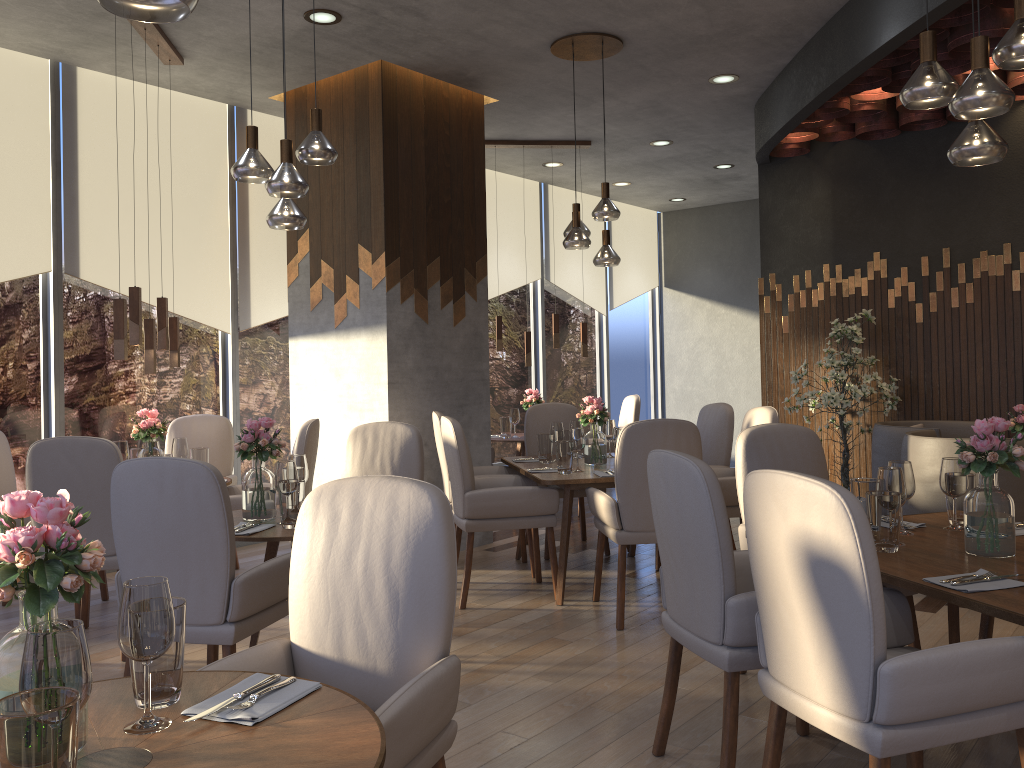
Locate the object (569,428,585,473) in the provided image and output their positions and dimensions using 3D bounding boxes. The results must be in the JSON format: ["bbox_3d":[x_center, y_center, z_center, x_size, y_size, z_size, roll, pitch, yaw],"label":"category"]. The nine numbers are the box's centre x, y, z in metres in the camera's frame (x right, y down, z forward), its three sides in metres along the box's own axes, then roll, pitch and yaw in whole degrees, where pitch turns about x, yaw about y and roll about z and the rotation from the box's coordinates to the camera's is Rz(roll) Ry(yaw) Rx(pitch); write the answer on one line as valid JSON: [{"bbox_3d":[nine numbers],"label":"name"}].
[{"bbox_3d":[0.365,0.369,4.956,0.092,0.244,0.092,-2,-1,39],"label":"object"}]

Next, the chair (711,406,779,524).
[{"bbox_3d":[1.223,0.636,5.141,0.600,1.001,0.528,-1,0,-8],"label":"chair"}]

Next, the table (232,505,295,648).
[{"bbox_3d":[-0.862,0.876,3.603,0.833,0.662,0.834,-1,0,13],"label":"table"}]

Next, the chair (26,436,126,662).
[{"bbox_3d":[-1.931,0.722,4.157,0.528,1.001,0.599,-1,0,-2],"label":"chair"}]

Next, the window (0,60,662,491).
[{"bbox_3d":[-1.245,-0.620,2.968,8.060,3.200,16.119,-1,1,-6],"label":"window"}]

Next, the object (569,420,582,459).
[{"bbox_3d":[0.409,0.355,5.669,0.092,0.244,0.092,-1,-1,-31],"label":"object"}]

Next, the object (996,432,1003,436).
[{"bbox_3d":[2.899,0.412,5.287,0.092,0.244,0.092,-1,-1,16],"label":"object"}]

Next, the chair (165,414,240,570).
[{"bbox_3d":[-1.979,0.700,5.448,0.528,1.001,0.599,-1,0,-4],"label":"chair"}]

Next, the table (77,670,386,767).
[{"bbox_3d":[-0.606,0.911,1.349,0.834,0.662,0.834,-1,0,-2],"label":"table"}]

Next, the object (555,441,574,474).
[{"bbox_3d":[0.289,0.405,4.877,0.102,0.178,0.102,-1,0,-3],"label":"object"}]

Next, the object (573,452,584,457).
[{"bbox_3d":[0.476,0.463,5.820,0.157,0.019,0.255,-1,1,-11],"label":"object"}]

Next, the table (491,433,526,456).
[{"bbox_3d":[0.143,0.782,7.624,0.833,0.662,0.834,-1,0,30],"label":"table"}]

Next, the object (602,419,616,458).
[{"bbox_3d":[0.627,0.350,5.696,0.092,0.244,0.092,-2,-1,34],"label":"object"}]

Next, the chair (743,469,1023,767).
[{"bbox_3d":[0.917,0.696,2.174,0.600,1.001,0.528,-1,0,-20],"label":"chair"}]

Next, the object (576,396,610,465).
[{"bbox_3d":[0.497,0.277,5.343,0.210,0.416,0.198,-1,-1,16],"label":"object"}]

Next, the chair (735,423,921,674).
[{"bbox_3d":[1.200,0.667,3.438,0.528,1.001,0.599,-1,0,-21],"label":"chair"}]

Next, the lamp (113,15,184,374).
[{"bbox_3d":[-1.990,-1.021,4.850,0.118,1.932,1.161,-1,0,-6],"label":"lamp"}]

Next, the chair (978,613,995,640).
[{"bbox_3d":[2.004,0.655,3.111,0.600,1.001,0.528,-1,0,-22],"label":"chair"}]

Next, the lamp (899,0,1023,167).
[{"bbox_3d":[1.390,-1.357,2.675,0.439,1.327,0.439,-2,-1,44],"label":"lamp"}]

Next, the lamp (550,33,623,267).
[{"bbox_3d":[0.467,-1.385,5.365,0.439,1.327,0.439,-2,-1,24],"label":"lamp"}]

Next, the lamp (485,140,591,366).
[{"bbox_3d":[0.121,-1.117,7.618,1.161,1.932,0.118,-1,-1,-6],"label":"lamp"}]

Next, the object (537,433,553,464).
[{"bbox_3d":[0.204,0.396,5.443,0.102,0.178,0.102,-1,0,-3],"label":"object"}]

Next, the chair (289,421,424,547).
[{"bbox_3d":[-0.698,0.695,4.178,0.528,1.001,0.599,-1,0,16],"label":"chair"}]

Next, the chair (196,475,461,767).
[{"bbox_3d":[-0.406,0.730,1.889,0.528,1.001,0.600,-1,0,20],"label":"chair"}]

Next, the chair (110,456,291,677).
[{"bbox_3d":[-1.030,0.722,3.066,0.528,1.001,0.599,-1,0,15],"label":"chair"}]

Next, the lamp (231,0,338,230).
[{"bbox_3d":[-0.938,-1.324,3.640,0.439,1.327,0.439,-1,-1,-44],"label":"lamp"}]

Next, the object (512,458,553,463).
[{"bbox_3d":[0.132,0.475,5.592,0.255,0.019,0.157,-1,1,-9],"label":"object"}]

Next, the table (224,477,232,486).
[{"bbox_3d":[-1.956,0.878,4.827,0.834,0.662,0.833,-1,0,-31],"label":"table"}]

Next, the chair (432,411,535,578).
[{"bbox_3d":[-0.180,0.661,5.463,0.600,1.001,0.528,-1,0,-8],"label":"chair"}]

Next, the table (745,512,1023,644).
[{"bbox_3d":[1.463,0.841,2.647,0.965,0.666,1.307,-1,1,-18],"label":"table"}]

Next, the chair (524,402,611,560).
[{"bbox_3d":[0.356,0.638,6.111,0.528,1.001,0.599,-1,0,-13],"label":"chair"}]

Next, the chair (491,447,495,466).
[{"bbox_3d":[-0.465,0.630,7.522,0.600,1.001,0.528,-1,0,-9],"label":"chair"}]

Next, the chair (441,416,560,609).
[{"bbox_3d":[-0.082,0.669,4.906,0.600,1.001,0.528,-1,0,-13],"label":"chair"}]

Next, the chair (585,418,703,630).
[{"bbox_3d":[0.682,0.659,4.489,0.528,1.001,0.599,-1,0,-8],"label":"chair"}]

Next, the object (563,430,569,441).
[{"bbox_3d":[0.328,0.388,5.742,0.102,0.178,0.102,-1,0,-15],"label":"object"}]

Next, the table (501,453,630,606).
[{"bbox_3d":[0.514,0.814,5.309,0.965,0.666,1.307,-1,1,-10],"label":"table"}]

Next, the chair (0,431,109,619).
[{"bbox_3d":[-2.542,0.725,4.735,0.600,1.001,0.528,-1,0,-8],"label":"chair"}]

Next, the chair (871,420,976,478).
[{"bbox_3d":[2.660,0.674,5.747,0.774,0.838,0.595,-1,0,-41],"label":"chair"}]

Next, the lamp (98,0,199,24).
[{"bbox_3d":[-0.682,-1.289,1.374,0.439,1.327,0.439,-2,-1,41],"label":"lamp"}]

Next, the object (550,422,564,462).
[{"bbox_3d":[0.280,0.360,5.522,0.092,0.244,0.092,-1,-1,16],"label":"object"}]

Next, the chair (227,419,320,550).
[{"bbox_3d":[-1.352,0.697,4.848,0.600,1.001,0.528,-1,0,-5],"label":"chair"}]

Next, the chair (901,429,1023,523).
[{"bbox_3d":[2.473,0.694,4.836,0.595,0.838,0.774,-1,0,-31],"label":"chair"}]

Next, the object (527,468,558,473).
[{"bbox_3d":[0.217,0.483,5.025,0.255,0.019,0.157,-1,1,-9],"label":"object"}]

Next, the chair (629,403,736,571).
[{"bbox_3d":[1.103,0.629,5.698,0.600,1.001,0.528,-1,0,-15],"label":"chair"}]

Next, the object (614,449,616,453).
[{"bbox_3d":[0.706,0.380,5.772,0.102,0.178,0.102,-1,0,19],"label":"object"}]

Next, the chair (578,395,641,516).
[{"bbox_3d":[0.810,0.600,7.685,0.600,1.001,0.528,-1,0,-8],"label":"chair"}]

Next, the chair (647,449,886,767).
[{"bbox_3d":[0.750,0.690,2.714,0.600,1.001,0.528,-1,0,-15],"label":"chair"}]
